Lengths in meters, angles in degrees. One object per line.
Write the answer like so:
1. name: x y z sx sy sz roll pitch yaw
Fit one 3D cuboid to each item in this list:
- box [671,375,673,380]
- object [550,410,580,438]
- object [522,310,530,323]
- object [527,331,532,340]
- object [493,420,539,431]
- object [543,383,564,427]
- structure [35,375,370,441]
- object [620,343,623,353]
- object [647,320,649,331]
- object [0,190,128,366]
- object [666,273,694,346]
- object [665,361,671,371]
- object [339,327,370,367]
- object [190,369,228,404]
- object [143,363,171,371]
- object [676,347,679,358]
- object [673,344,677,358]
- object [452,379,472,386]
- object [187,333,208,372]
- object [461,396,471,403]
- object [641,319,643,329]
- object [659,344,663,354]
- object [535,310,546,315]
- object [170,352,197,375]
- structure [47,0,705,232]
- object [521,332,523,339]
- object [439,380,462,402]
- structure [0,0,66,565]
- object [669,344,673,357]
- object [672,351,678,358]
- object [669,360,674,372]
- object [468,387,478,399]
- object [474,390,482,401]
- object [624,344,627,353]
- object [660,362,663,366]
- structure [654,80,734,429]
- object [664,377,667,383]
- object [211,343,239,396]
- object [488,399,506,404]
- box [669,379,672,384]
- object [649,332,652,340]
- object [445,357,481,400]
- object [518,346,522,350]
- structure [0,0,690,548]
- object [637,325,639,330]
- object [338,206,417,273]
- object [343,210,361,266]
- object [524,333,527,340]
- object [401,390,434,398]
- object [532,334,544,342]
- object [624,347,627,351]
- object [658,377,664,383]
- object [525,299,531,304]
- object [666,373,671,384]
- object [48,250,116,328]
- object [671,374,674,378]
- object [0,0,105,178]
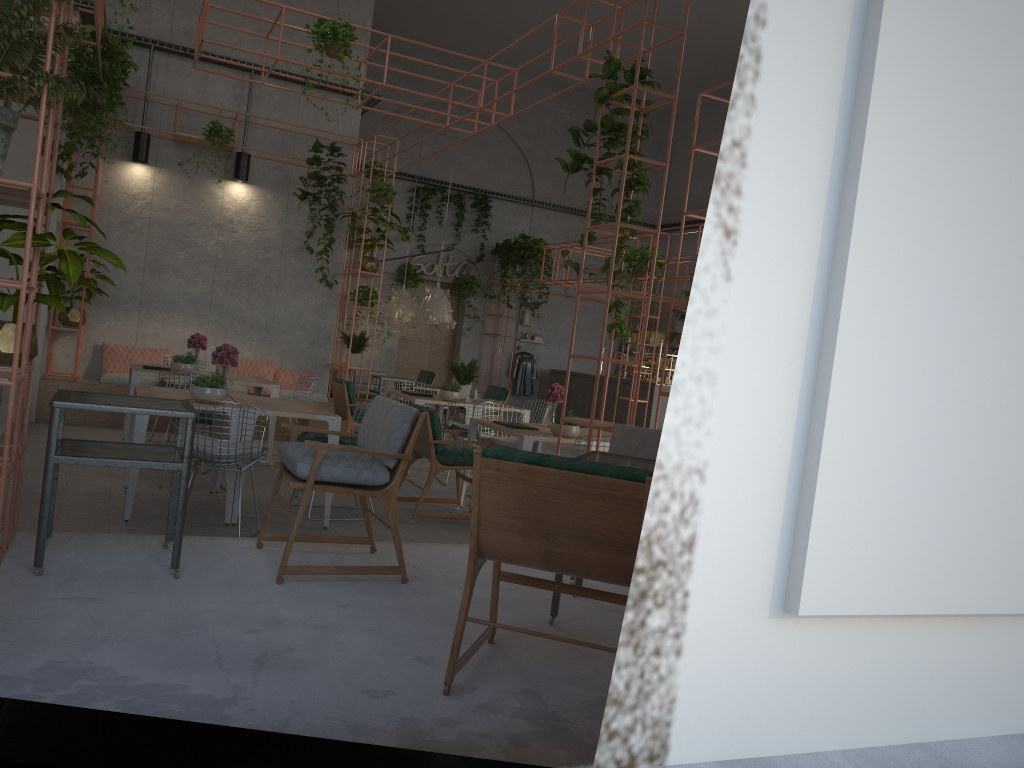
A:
1. box: 3.262 -0.133 17.846 0.058 0.093 0.122 7 2 -13
2. object: 0.448 0.328 7.398 0.247 0.247 0.252 6 2 -24
3. object: 0.309 -1.470 18.962 0.136 0.336 0.145 7 2 -10
4. object: 0.372 -1.045 19.033 0.081 0.204 0.081 6 2 -24
5. object: 0.032 0.370 7.782 0.268 0.031 0.427 6 2 -24
6. object: 0.386 0.195 8.188 0.213 0.414 0.225 6 2 -32
7. structure: -4.593 0.167 13.648 4.386 0.500 5.831 6 2 -24
8. object: 2.460 -0.834 19.728 0.066 0.291 0.066 9 2 36
9. object: 2.900 -1.335 19.212 0.134 0.386 0.134 8 2 9
10. object: -2.408 -0.546 4.376 0.934 0.923 0.903 8 2 32
11. object: 1.624 -0.437 6.724 0.894 1.100 0.900 7 2 5
12. object: 3.187 -0.356 18.033 0.131 0.207 0.131 8 2 21
13. object: -2.097 -0.493 11.805 0.438 0.527 0.368 6 2 -24
14. object: -2.143 0.011 6.275 0.247 0.247 0.252 6 2 -24
15. object: -3.662 -0.173 9.152 0.268 0.031 0.427 6 2 -24
16. object: 3.379 -0.658 18.042 0.066 0.291 0.066 8 2 16
17. object: 3.304 -0.667 18.011 0.066 0.291 0.066 7 2 -18
18. object: -0.611 0.029 10.683 0.241 0.313 0.241 8 2 21
19. object: -3.374 -0.341 9.482 0.213 0.414 0.225 6 2 -32
20. object: -0.521 0.171 10.181 0.115 0.078 0.115 7 2 -19
21. object: 2.850 -1.305 19.403 0.134 0.301 0.134 6 2 -35
22. object: 3.108 -0.703 18.603 0.075 0.273 0.075 8 2 32
23. object: 0.608 -1.537 19.097 0.263 0.101 0.013 6 2 -24
24. object: -3.246 -0.215 8.767 0.248 0.247 0.254 6 2 -24
25. structure: -0.413 -3.660 10.316 15.603 0.110 15.203 6 2 -24
26. object: 0.228 -1.041 18.983 0.055 0.164 0.092 7 2 -6
27. object: -0.688 0.070 9.926 0.248 0.247 0.254 6 2 -24
28. structure: -2.305 -0.968 3.807 0.748 3.623 0.722 6 2 -24
29. object: 3.235 -0.675 17.978 0.066 0.291 0.066 9 2 36
30. object: 3.282 -0.593 17.890 0.115 0.147 0.115 7 2 -15
31. object: 3.242 -0.370 17.885 0.072 0.248 0.094 6 2 -24
32. object: -0.531 0.106 10.813 0.165 0.154 0.210 6 2 -35
33. object: -0.415 0.140 10.633 0.095 0.119 0.095 7 2 0
34. object: 2.530 -0.826 19.760 0.066 0.291 0.066 7 2 -18
35. object: 2.625 -0.351 15.678 0.142 0.087 0.094 7 2 -17
36. structure: 1.549 -0.376 6.705 0.624 3.602 0.424 6 2 -24
37. object: 3.143 -0.079 18.020 0.073 0.131 0.073 8 2 31
38. object: -2.269 -0.114 6.985 0.213 0.414 0.225 6 2 -32
39. object: -0.181 0.210 10.618 0.218 0.041 0.218 7 2 -16
40. box: 3.215 -0.044 17.830 0.058 0.093 0.122 6 2 -24
41. object: 2.974 -0.966 18.855 0.137 0.261 0.137 8 2 12
42. object: -0.571 -0.073 10.353 0.438 0.527 0.368 6 2 -24
43. object: 0.172 -0.781 19.021 0.093 0.121 0.049 6 2 -22
44. structure: -3.535 -1.761 11.164 4.501 4.345 14.096 6 2 -25
45. object: 2.743 -1.221 19.186 0.088 0.123 0.088 8 2 32
46. object: -1.786 -1.931 11.722 0.934 0.947 0.903 8 2 27
47. object: -3.236 -2.784 17.008 0.900 1.101 0.894 9 2 35
48. object: 0.294 -1.027 18.991 0.063 0.151 0.063 6 2 -38
49. object: -1.104 0.112 10.310 0.268 0.031 0.427 6 2 -24
50. object: 0.562 -0.991 19.122 0.219 0.149 0.129 6 2 -24
51. object: 2.507 -0.752 19.639 0.115 0.147 0.115 8 2 21
52. object: 2.615 -0.069 15.775 0.240 0.104 0.073 5 3 -43
53. object: 0.345 -1.771 18.943 0.133 0.145 0.133 8 2 28
54. object: 3.172 -0.112 17.936 0.070 0.209 0.070 8 2 26
55. object: -5.107 -1.123 10.355 0.934 0.919 0.903 9 2 37
56. object: 3.240 -0.104 17.965 0.070 0.209 0.070 8 2 24
57. object: -2.283 -1.457 3.901 0.894 1.101 0.900 8 2 30
